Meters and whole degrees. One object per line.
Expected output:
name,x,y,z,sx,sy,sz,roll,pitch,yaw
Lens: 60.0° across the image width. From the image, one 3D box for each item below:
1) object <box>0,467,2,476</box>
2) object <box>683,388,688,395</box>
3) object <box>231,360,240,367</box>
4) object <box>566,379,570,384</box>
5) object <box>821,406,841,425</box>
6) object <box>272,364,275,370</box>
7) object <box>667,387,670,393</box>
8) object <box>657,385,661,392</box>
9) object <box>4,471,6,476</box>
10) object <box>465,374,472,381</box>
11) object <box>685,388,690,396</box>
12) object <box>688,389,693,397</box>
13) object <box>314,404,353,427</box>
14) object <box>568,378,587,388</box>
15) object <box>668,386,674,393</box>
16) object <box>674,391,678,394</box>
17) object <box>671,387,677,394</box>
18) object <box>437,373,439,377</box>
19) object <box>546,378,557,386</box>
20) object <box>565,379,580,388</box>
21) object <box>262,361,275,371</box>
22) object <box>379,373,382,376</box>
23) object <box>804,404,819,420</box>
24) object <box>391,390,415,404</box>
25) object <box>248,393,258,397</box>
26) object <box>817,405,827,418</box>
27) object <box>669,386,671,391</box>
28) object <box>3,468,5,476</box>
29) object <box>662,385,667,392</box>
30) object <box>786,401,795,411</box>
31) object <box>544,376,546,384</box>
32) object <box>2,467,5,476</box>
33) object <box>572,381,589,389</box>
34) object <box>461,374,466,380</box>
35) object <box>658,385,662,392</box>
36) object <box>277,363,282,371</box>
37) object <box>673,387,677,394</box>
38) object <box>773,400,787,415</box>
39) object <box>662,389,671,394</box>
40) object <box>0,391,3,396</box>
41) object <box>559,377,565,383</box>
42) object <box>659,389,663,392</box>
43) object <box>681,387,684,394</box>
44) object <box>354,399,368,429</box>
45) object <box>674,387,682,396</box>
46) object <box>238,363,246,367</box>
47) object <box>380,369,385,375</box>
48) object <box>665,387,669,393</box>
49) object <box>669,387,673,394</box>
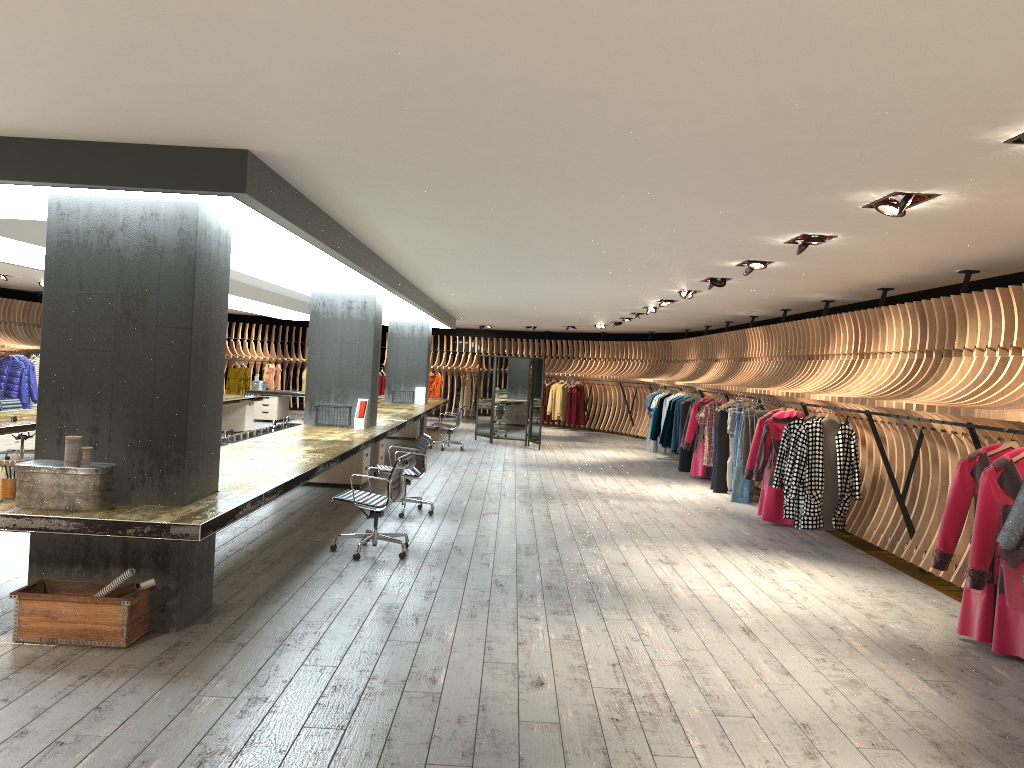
object,-3.051,0.556,5.293,0.030,0.170,0.007,3,0,40
object,3.261,0.210,16.607,0.525,0.270,0.012,3,0,5
object,-7.777,-0.555,25.008,0.525,0.270,0.012,4,0,30
object,1.538,-0.042,24.567,0.012,0.270,0.525,3,1,40
object,3.251,0.360,9.038,0.525,0.270,0.012,3,0,-10
object,-6.929,-0.525,25.675,0.012,0.270,0.525,3,1,-30
object,3.285,0.184,18.334,0.523,0.290,0.013,3,0,-5
object,3.258,0.155,19.423,0.525,0.270,0.012,3,0,15
object,-3.026,0.558,5.280,0.007,0.170,0.030,3,0,30
object,-1.297,-0.228,26.425,0.012,0.270,0.525,3,1,20
object,3.257,0.212,16.404,0.525,0.270,0.012,3,0,0
object,3.274,0.217,16.292,0.525,0.270,0.012,3,0,0
object,-2.368,0.428,11.766,0.459,0.289,0.330,3,1,-2
object,1.807,-0.018,24.271,0.525,0.270,0.012,3,0,0
object,3.261,0.178,18.116,0.525,0.270,0.012,3,0,-15
object,3.263,0.195,17.549,0.525,0.270,0.012,3,0,5
object,3.265,0.191,17.758,0.525,0.270,0.012,3,0,0
object,-2.199,-0.284,26.636,0.012,0.270,0.525,3,1,-20
object,1.184,-0.065,24.955,0.525,0.270,0.012,2,0,-35
object,1.701,-0.026,24.392,0.525,0.270,0.012,3,0,-25
object,-7.028,-0.529,25.608,0.525,0.270,0.012,4,0,35
object,-4.072,-0.388,26.693,0.012,0.270,0.525,3,1,-45
object,3.262,0.350,9.544,0.525,0.270,0.012,3,0,20
object,-2.352,0.284,19.169,0.459,0.289,0.329,3,1,3
object,-5.497,0.227,18.597,0.302,0.074,0.217,3,1,-5
object,3.233,0.355,9.219,0.525,0.270,0.012,3,0,0
object,3.275,0.188,18.230,0.524,0.285,0.013,3,0,-5
object,-3.024,0.558,5.270,0.030,0.170,0.007,3,0,-33
object,3.276,0.164,18.969,0.525,0.270,0.012,3,0,-15
object,3.230,0.335,10.283,0.525,0.270,0.012,4,0,30
object,0.947,-0.082,25.154,0.012,0.270,0.525,3,1,-5
object,-3.027,0.558,5.260,0.030,0.170,0.007,3,0,-6
object,1.864,-0.013,24.188,0.525,0.270,0.012,3,0,-25
object,-1.427,-0.236,26.443,0.012,0.270,0.525,3,1,15
object,3.250,0.157,19.279,0.525,0.270,0.012,3,0,-10
object,-6.783,-0.518,25.749,0.012,0.270,0.525,3,1,-35
object,3.277,0.193,17.676,0.525,0.270,0.012,3,0,0
object,3.266,0.330,10.605,0.525,0.270,0.012,3,0,20
object,3.234,0.179,18.528,0.524,0.288,0.015,3,0,10
object,-6.134,0.229,10.172,0.365,0.316,0.373,3,1,0
object,1.395,-0.053,24.737,0.525,0.270,0.012,3,0,0
object,3.257,0.160,19.142,0.525,0.270,0.012,3,0,15
object,3.266,0.199,16.941,0.525,0.270,0.012,3,0,0
object,-2.010,0.395,11.821,0.129,0.383,0.240,3,0,0
object,3.265,0.194,17.175,0.525,0.270,0.012,3,0,5
object,-7.646,-0.550,25.135,0.525,0.270,0.012,4,0,30
object,-3.907,-0.379,26.706,0.012,0.270,0.525,3,1,-30
object,3.262,0.176,18.421,0.525,0.270,0.012,3,0,5
object,3.244,0.191,17.943,0.524,0.284,0.014,3,0,10
